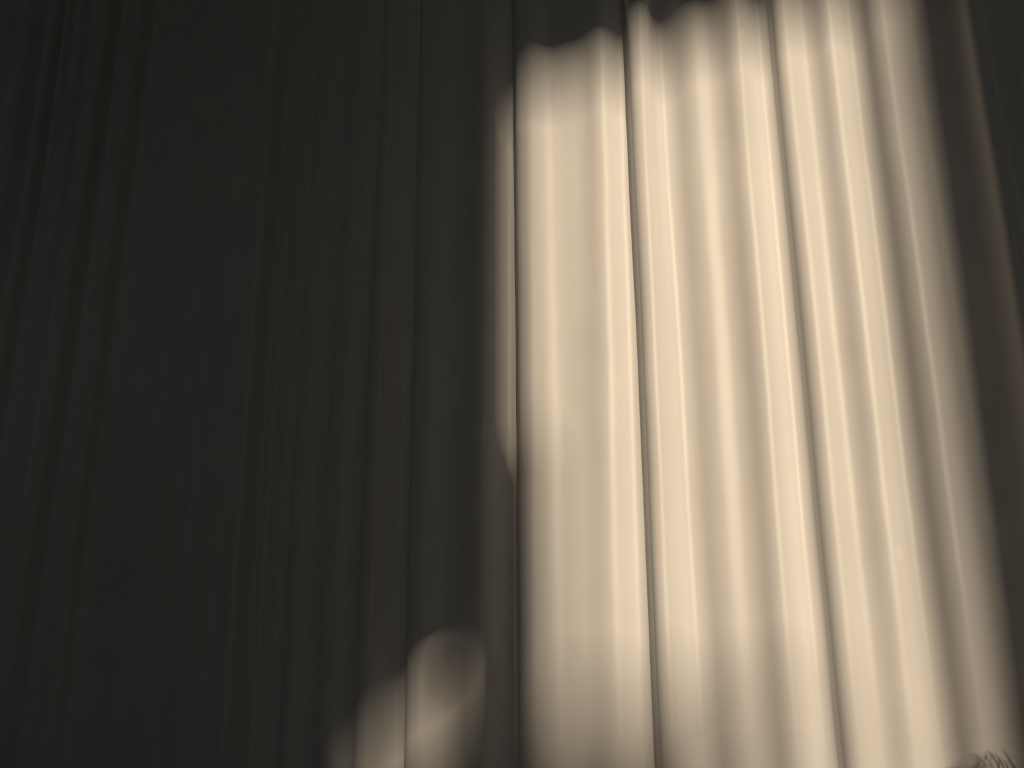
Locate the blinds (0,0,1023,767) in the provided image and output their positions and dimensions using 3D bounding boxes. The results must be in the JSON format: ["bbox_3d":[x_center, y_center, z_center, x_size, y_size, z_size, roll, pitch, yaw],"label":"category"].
[{"bbox_3d":[-0.247,-1.551,4.524,7.872,8.359,0.282,-8,-16,24],"label":"blinds"}]
